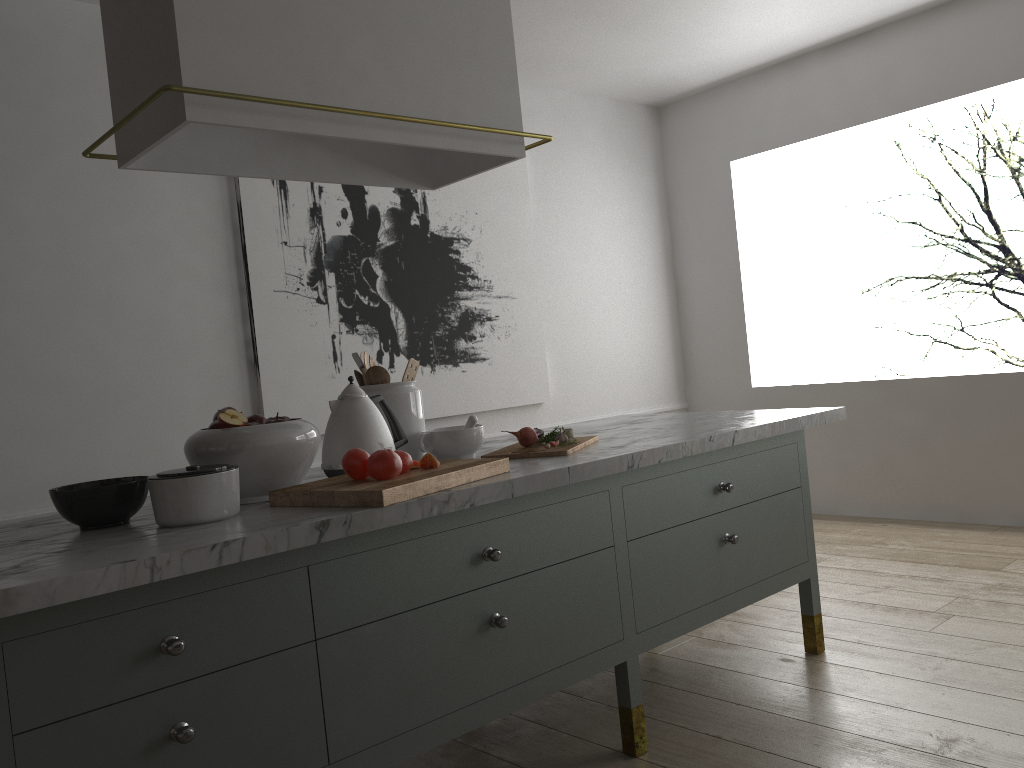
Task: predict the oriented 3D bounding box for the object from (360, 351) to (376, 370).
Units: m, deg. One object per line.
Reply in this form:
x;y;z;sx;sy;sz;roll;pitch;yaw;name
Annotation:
-0.359;0.058;2.344;0.056;0.296;0.131;-6;1;-22;object

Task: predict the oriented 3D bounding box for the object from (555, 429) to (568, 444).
0.124;0.132;2.235;0.034;0.037;0.033;-5;1;26;object

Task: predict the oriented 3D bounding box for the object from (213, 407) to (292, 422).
-0.553;0.089;1.901;0.167;0.091;0.071;-6;1;-16;object

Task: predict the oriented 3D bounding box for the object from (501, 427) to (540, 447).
0.024;0.136;2.255;0.090;0.051;0.050;-6;1;12;object

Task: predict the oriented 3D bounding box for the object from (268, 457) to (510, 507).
-0.235;0.195;1.781;0.290;0.030;0.400;-5;1;33;object

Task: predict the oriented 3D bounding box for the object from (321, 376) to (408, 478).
-0.354;0.097;2.084;0.204;0.236;0.178;-6;1;-5;object

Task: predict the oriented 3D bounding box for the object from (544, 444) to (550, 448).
0.085;0.152;2.168;0.015;0.010;0.028;-5;1;23;object

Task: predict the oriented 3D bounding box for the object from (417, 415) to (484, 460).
-0.148;0.136;2.237;0.159;0.110;0.172;-6;1;4;object

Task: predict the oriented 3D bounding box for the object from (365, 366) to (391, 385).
-0.311;0.076;2.280;0.061;0.251;0.117;-5;1;28;object

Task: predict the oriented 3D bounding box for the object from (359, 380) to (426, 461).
-0.315;0.102;2.312;0.174;0.208;0.174;-6;1;-24;object

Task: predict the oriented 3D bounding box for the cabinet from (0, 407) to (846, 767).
-0.141;0.554;2.174;2.360;0.721;0.870;-7;2;-42;cabinet

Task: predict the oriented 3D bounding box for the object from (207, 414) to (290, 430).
-0.544;0.102;1.844;0.135;0.074;0.154;-5;2;44;object

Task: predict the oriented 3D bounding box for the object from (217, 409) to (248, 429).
-0.561;0.073;1.776;0.054;0.048;0.061;-6;1;12;object

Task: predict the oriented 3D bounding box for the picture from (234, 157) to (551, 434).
-0.459;-0.495;3.968;1.545;1.315;0.039;-7;2;-42;picture

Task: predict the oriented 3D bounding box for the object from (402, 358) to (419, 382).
-0.288;0.068;2.273;0.149;0.262;0.054;-6;1;-27;object

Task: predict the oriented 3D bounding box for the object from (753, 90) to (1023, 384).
3.670;0.643;3.025;0.001;8.324;10.834;-7;2;-42;object

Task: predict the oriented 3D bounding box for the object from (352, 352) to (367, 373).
-0.330;0.057;2.309;0.141;0.290;0.064;-6;1;-28;object

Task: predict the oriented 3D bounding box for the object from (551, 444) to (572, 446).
0.125;0.148;2.205;0.059;0.008;0.043;-6;1;0;object

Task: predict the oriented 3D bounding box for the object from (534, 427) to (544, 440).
0.063;0.136;2.348;0.057;0.039;0.049;-7;2;-45;object

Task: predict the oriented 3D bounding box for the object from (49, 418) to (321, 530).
-0.621;0.171;1.770;0.364;0.156;0.491;-5;1;25;object

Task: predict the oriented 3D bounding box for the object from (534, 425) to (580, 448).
0.103;0.139;2.229;0.116;0.058;0.224;-6;1;-6;object

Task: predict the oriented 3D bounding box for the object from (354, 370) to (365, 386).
-0.359;0.081;2.336;0.114;0.247;0.050;-7;1;-37;object

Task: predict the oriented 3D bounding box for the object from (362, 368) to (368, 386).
-0.355;0.081;2.302;0.033;0.250;0.118;-6;1;-1;object

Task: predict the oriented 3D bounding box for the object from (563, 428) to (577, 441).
0.142;0.131;2.271;0.037;0.036;0.035;-5;1;36;object

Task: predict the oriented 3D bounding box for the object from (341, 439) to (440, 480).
-0.233;0.143;1.766;0.135;0.079;0.194;-5;1;37;object

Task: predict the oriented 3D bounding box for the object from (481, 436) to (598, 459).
0.078;0.162;2.255;0.220;0.012;0.330;-5;1;18;object

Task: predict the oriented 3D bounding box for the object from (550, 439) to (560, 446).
0.107;0.146;2.198;0.030;0.017;0.013;-7;1;-33;object
